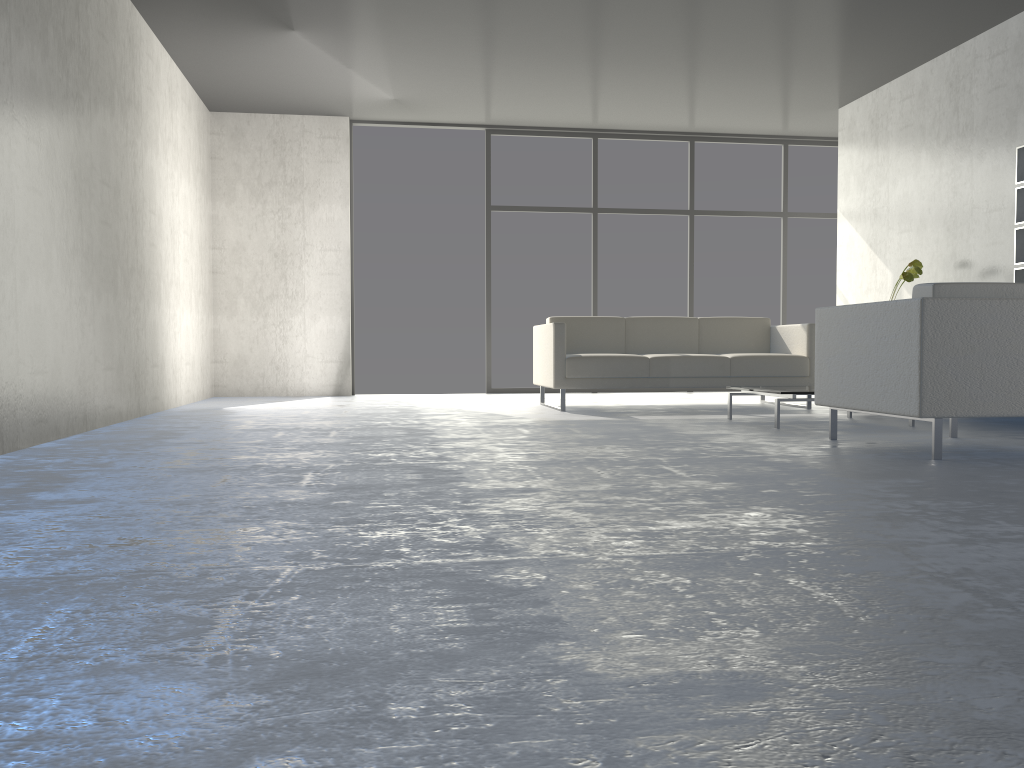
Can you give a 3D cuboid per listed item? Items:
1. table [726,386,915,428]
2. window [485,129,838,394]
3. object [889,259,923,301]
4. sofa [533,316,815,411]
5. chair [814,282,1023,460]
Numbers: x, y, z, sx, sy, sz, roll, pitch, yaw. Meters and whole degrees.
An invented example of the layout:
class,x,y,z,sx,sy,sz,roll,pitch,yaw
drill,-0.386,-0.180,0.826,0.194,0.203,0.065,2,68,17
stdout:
class,x,y,z,sx,sy,sz,roll,pitch,yaw
table,1.703,0.120,4.962,0.773,0.190,0.730,0,2,-8
window,1.771,-1.159,8.641,4.080,2.477,0.037,0,2,-8
object,2.679,-0.356,6.219,0.387,1.051,0.400,1,2,19
sofa,1.148,-0.166,6.393,1.881,0.658,0.821,0,2,-8
chair,1.790,-0.069,3.672,0.748,0.662,0.821,0,2,-8
